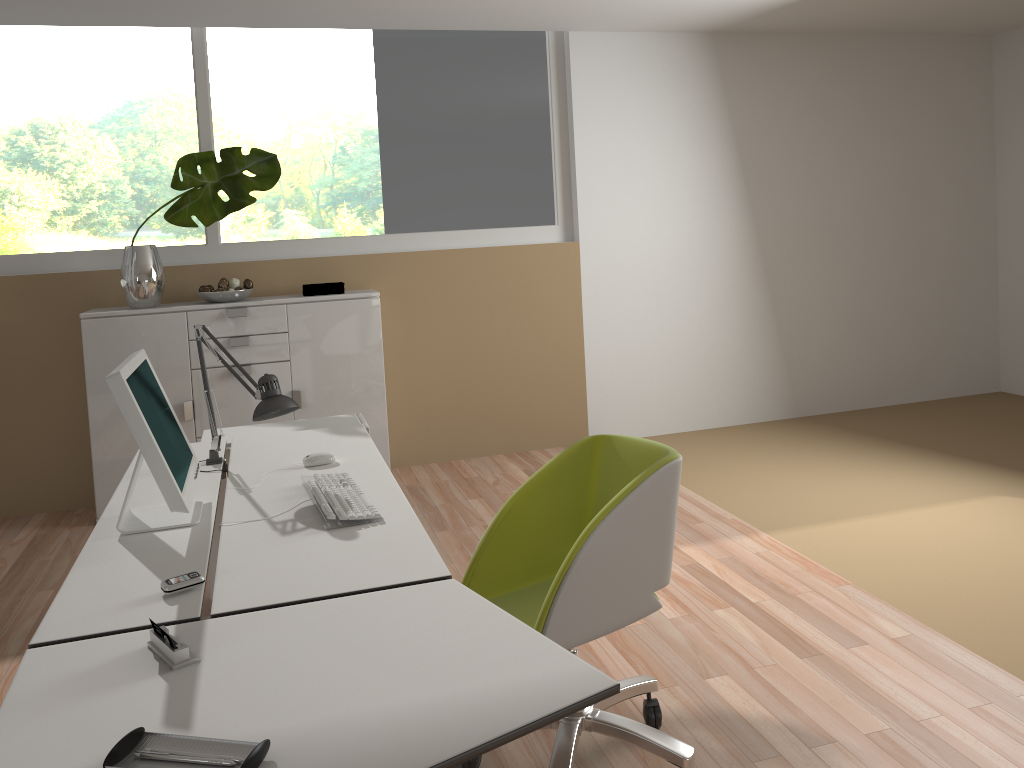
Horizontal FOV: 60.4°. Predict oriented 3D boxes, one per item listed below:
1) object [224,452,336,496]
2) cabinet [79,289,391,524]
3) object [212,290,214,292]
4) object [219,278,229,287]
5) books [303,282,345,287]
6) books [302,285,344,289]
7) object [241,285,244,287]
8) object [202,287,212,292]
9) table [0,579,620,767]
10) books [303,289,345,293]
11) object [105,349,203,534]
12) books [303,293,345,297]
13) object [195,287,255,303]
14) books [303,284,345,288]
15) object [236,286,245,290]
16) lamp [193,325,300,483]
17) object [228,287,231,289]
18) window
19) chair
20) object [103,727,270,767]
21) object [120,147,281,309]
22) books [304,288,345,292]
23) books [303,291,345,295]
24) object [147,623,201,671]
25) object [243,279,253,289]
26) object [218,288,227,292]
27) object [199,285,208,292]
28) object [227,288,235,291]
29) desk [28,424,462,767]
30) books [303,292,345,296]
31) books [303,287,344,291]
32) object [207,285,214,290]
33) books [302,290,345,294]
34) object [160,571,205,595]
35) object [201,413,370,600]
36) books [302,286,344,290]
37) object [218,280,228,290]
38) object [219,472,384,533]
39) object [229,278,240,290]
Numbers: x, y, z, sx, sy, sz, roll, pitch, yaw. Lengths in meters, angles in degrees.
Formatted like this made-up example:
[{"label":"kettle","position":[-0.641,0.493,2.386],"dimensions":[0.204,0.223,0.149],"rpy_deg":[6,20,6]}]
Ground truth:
[{"label":"object","position":[-0.701,0.283,2.710],"dimensions":[0.373,0.079,0.141],"rpy_deg":[-10,11,-37]},{"label":"cabinet","position":[-1.482,0.080,4.863],"dimensions":[1.527,1.076,0.419],"rpy_deg":[-5,4,-16]},{"label":"object","position":[-1.629,-0.483,4.810],"dimensions":[0.056,0.060,0.056],"rpy_deg":[-2,6,9]},{"label":"object","position":[-1.596,-0.555,4.878],"dimensions":[0.053,0.070,0.053],"rpy_deg":[-4,6,-10]},{"label":"books","position":[-1.068,-0.565,4.989],"dimensions":[0.223,0.006,0.159],"rpy_deg":[-6,10,-16]},{"label":"books","position":[-1.071,-0.555,4.991],"dimensions":[0.223,0.008,0.159],"rpy_deg":[-6,10,-16]},{"label":"object","position":[-1.478,-0.516,4.861],"dimensions":[0.053,0.065,0.057],"rpy_deg":[-7,7,-31]},{"label":"object","position":[-1.650,-0.494,4.760],"dimensions":[0.055,0.061,0.057],"rpy_deg":[0,7,28]},{"label":"table","position":[-0.299,0.836,1.391],"dimensions":[0.929,0.682,0.818],"rpy_deg":[-6,8,-19]},{"label":"books","position":[-1.069,-0.533,4.990],"dimensions":[0.223,0.006,0.159],"rpy_deg":[-6,10,-16]},{"label":"object","position":[-0.938,0.143,2.322],"dimensions":[0.198,0.427,0.470],"rpy_deg":[-4,7,-16]},{"label":"books","position":[-1.069,-0.511,4.990],"dimensions":[0.223,0.007,0.159],"rpy_deg":[-6,10,-16]},{"label":"object","position":[-1.569,-0.485,4.823],"dimensions":[0.314,0.063,0.317],"rpy_deg":[5,13,38]},{"label":"books","position":[-1.068,-0.560,4.988],"dimensions":[0.223,0.007,0.159],"rpy_deg":[-6,10,-16]},{"label":"object","position":[-1.477,-0.502,4.799],"dimensions":[0.054,0.063,0.057],"rpy_deg":[-8,8,-38]},{"label":"lamp","position":[-0.857,0.090,2.739],"dimensions":[0.540,0.525,0.141],"rpy_deg":[2,6,39]},{"label":"object","position":[-1.596,-0.515,4.917],"dimensions":[0.056,0.063,0.054],"rpy_deg":[-4,6,-5]},{"label":"window","position":[-1.384,-1.625,5.166],"dimensions":[3.643,1.785,0.045],"rpy_deg":[-6,4,-16]},{"label":"chair","position":[0.170,0.595,2.303],"dimensions":[0.603,0.803,0.623],"rpy_deg":[-8,8,-41]},{"label":"object","position":[-0.450,0.514,1.222],"dimensions":[0.215,0.030,0.091],"rpy_deg":[-1,10,14]},{"label":"object","position":[-1.684,-0.864,4.789],"dimensions":[0.860,0.839,0.266],"rpy_deg":[-5,4,-19]},{"label":"books","position":[-1.069,-0.538,4.990],"dimensions":[0.223,0.006,0.159],"rpy_deg":[-6,10,-16]},{"label":"books","position":[-1.069,-0.521,4.991],"dimensions":[0.223,0.006,0.159],"rpy_deg":[-6,10,-16]},{"label":"object","position":[-0.601,0.450,1.560],"dimensions":[0.049,0.055,0.131],"rpy_deg":[-8,10,-40]},{"label":"object","position":[-1.446,-0.543,4.827],"dimensions":[0.053,0.067,0.053],"rpy_deg":[-4,6,-8]},{"label":"object","position":[-1.554,-0.485,4.730],"dimensions":[0.056,0.065,0.052],"rpy_deg":[-3,6,-3]},{"label":"object","position":[-1.681,-0.507,4.804],"dimensions":[0.056,0.064,0.053],"rpy_deg":[-8,7,-37]},{"label":"object","position":[-1.523,-0.486,4.778],"dimensions":[0.055,0.065,0.053],"rpy_deg":[-6,7,-25]},{"label":"desk","position":[-0.717,0.658,2.521],"dimensions":[0.806,0.679,1.618],"rpy_deg":[-5,9,-16]},{"label":"books","position":[-1.069,-0.516,4.991],"dimensions":[0.223,0.006,0.159],"rpy_deg":[-6,10,-16]},{"label":"books","position":[-1.070,-0.544,4.988],"dimensions":[0.223,0.006,0.159],"rpy_deg":[-6,10,-15]},{"label":"object","position":[-1.673,-0.515,4.857],"dimensions":[0.056,0.063,0.054],"rpy_deg":[1,7,33]},{"label":"books","position":[-1.071,-0.527,4.990],"dimensions":[0.223,0.006,0.159],"rpy_deg":[-6,11,-17]},{"label":"object","position":[-0.689,0.416,1.843],"dimensions":[0.085,0.021,0.047],"rpy_deg":[-10,11,-36]},{"label":"object","position":[-0.870,0.510,3.466],"dimensions":[0.623,0.670,0.310],"rpy_deg":[-5,5,-16]},{"label":"books","position":[-1.071,-0.549,4.992],"dimensions":[0.223,0.008,0.159],"rpy_deg":[-6,10,-16]},{"label":"object","position":[-1.566,-0.530,4.772],"dimensions":[0.054,0.063,0.055],"rpy_deg":[-7,7,-31]},{"label":"object","position":[-0.586,0.340,2.363],"dimensions":[0.389,0.079,0.460],"rpy_deg":[-7,11,-21]},{"label":"object","position":[-1.516,-0.546,4.807],"dimensions":[0.056,0.066,0.052],"rpy_deg":[-2,6,7]}]
